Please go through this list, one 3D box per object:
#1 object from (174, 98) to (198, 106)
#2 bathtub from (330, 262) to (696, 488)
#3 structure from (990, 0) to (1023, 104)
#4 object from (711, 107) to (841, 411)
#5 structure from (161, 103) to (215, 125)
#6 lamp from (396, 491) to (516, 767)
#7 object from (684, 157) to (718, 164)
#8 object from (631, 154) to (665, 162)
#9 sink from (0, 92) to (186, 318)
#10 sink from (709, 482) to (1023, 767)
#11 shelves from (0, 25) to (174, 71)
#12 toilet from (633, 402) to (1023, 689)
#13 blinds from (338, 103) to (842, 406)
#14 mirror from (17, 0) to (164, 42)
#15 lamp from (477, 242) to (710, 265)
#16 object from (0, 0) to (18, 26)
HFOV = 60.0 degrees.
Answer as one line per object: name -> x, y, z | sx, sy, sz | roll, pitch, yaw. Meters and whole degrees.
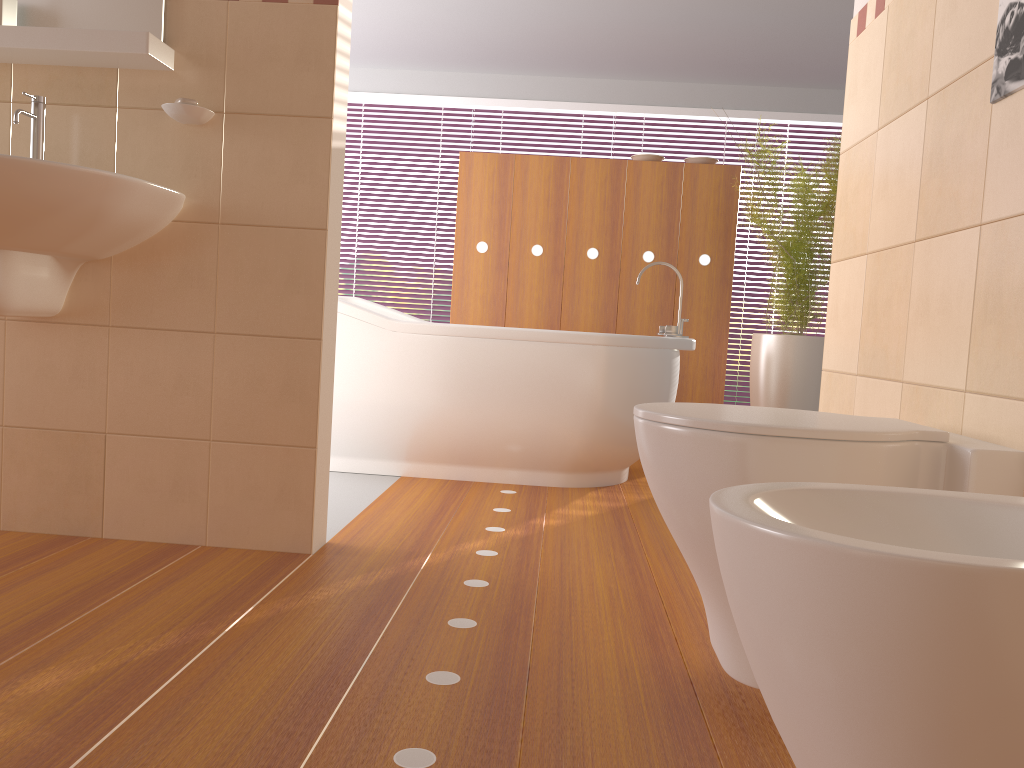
object -> -0.776, -0.665, 2.112 | 0.050, 0.023, 0.075 | 1, 4, -32
bathtub -> -0.185, -0.104, 3.707 | 1.874, 0.900, 0.888 | 4, 4, 3
structure -> 0.758, -0.574, 1.303 | 0.005, 0.279, 0.170 | 4, 4, 3
object -> 1.390, -0.357, 4.049 | 0.683, 1.557, 1.335 | 6, 4, 36
structure -> -0.779, -0.643, 2.112 | 0.117, 0.029, 0.092 | 4, 4, 3
lamp -> -1.652, 0.372, 1.870 | 3.173, 0.001, 2.893 | 4, 4, 3
object -> 0.965, -1.122, 4.532 | 0.173, 0.046, 0.173 | 4, 4, 3
object -> 0.695, -1.139, 4.547 | 0.173, 0.046, 0.173 | 4, 4, 3
sink -> -1.133, -0.405, 1.926 | 0.683, 0.516, 0.539 | 4, 4, 3
sink -> 0.424, 0.233, 0.765 | 0.515, 0.517, 0.335 | 4, 4, 3
shelves -> -1.098, -0.798, 2.100 | 0.554, 0.050, 0.138 | 4, 4, 3
toilet -> 0.451, 0.252, 1.429 | 0.534, 0.400, 0.375 | 4, 4, 3
blinds -> 0.146, -0.810, 5.982 | 4.712, 2.022, 0.032 | 4, 4, 3
mirror -> -1.068, -1.232, 2.125 | 0.502, 0.799, 0.008 | 4, 4, 3
lamp -> 0.406, -0.656, 4.460 | 1.169, 0.052, 0.001 | 4, 4, 3
object -> -1.217, -0.904, 2.094 | 0.063, 0.149, 0.073 | 4, 4, 3
